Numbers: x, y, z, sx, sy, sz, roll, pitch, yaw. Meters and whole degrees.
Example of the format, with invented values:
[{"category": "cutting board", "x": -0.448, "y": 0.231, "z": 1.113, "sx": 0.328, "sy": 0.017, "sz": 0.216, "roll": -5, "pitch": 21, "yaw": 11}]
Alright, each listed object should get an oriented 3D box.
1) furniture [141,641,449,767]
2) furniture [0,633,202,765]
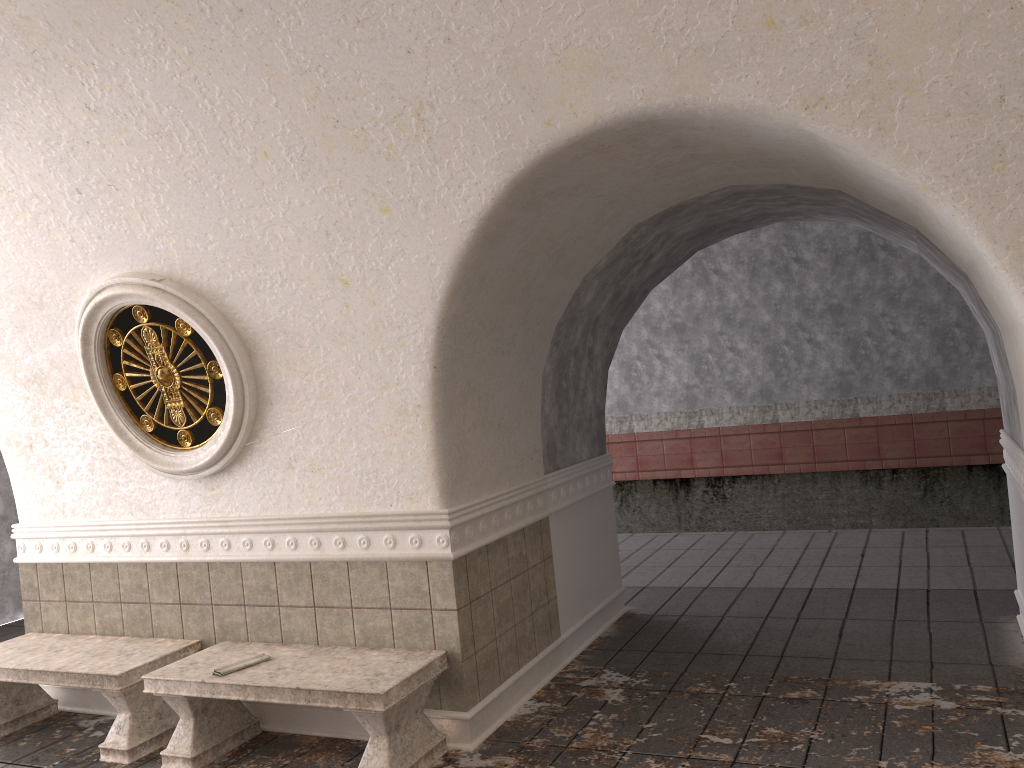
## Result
[{"category": "furniture", "x": -1.113, "y": 1.704, "z": 4.609, "sx": 1.509, "sy": 0.508, "sz": 0.613, "roll": -6, "pitch": 0, "yaw": 25}, {"category": "furniture", "x": -2.630, "y": 1.854, "z": 5.321, "sx": 1.509, "sy": 0.508, "sz": 0.613, "roll": -6, "pitch": 0, "yaw": 25}]
